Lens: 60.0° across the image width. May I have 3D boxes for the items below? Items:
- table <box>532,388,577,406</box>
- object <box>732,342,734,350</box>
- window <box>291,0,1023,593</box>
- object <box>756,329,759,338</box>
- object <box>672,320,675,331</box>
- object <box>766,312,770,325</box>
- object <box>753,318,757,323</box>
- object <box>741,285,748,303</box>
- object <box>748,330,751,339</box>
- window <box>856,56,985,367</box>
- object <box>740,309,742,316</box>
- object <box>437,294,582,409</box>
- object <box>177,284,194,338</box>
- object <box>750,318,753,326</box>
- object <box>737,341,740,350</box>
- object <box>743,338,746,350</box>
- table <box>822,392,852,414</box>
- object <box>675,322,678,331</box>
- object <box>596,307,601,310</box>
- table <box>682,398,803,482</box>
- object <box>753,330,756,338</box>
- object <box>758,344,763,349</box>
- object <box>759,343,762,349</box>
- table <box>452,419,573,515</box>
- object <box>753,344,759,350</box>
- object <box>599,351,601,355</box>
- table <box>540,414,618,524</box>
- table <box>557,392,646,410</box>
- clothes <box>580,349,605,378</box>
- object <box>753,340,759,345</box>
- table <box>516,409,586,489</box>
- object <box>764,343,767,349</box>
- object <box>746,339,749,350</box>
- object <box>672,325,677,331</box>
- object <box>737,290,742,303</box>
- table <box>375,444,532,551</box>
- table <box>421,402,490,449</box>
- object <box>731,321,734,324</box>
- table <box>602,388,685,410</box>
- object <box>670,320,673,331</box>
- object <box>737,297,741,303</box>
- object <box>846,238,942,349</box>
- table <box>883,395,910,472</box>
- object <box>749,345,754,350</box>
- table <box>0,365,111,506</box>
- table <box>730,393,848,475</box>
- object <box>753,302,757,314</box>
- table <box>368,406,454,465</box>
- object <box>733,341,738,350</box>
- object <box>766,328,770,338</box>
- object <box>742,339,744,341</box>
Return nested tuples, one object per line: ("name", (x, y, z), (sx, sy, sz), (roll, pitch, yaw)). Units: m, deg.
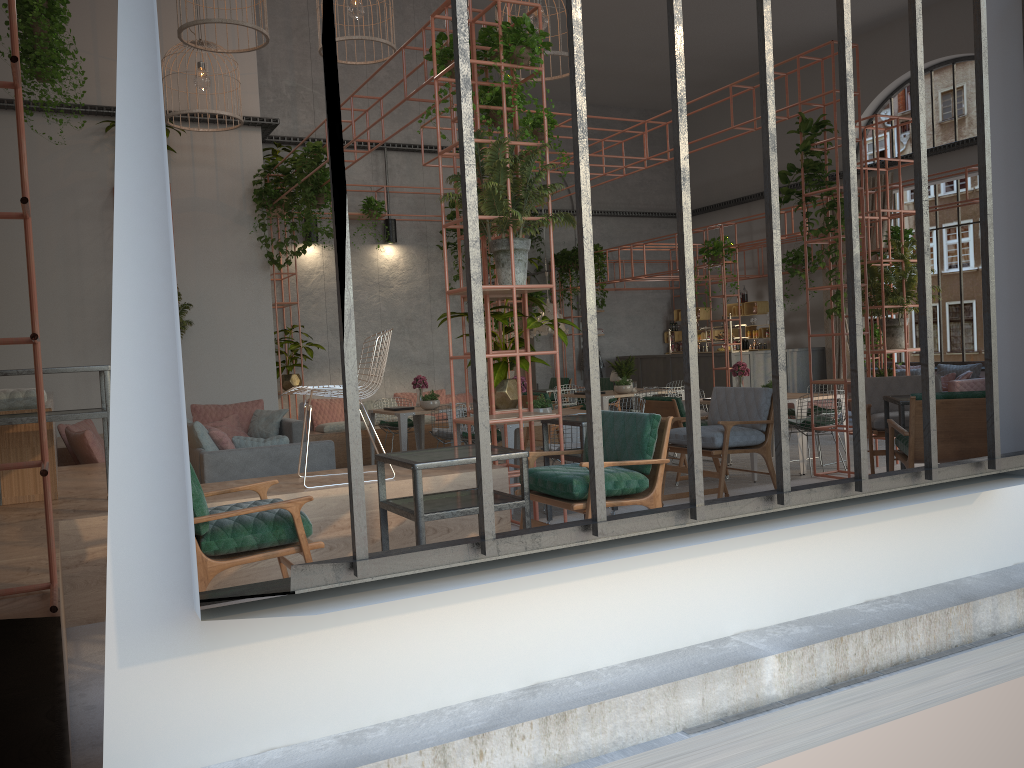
("table", (0.745, 0.491, 15.566), (0.635, 0.798, 0.602), (-4, 2, -27))
("object", (4.982, -0.870, 20.033), (0.073, 0.219, 0.105), (-4, 2, -21))
("window", (0.773, -2.228, 3.442), (4.126, 5.544, 0.089), (-4, 2, -27))
("object", (5.338, -1.090, 19.286), (0.069, 0.191, 0.069), (-3, 2, -10))
("object", (4.011, -1.454, 22.025), (0.066, 0.291, 0.066), (-4, 2, -21))
("object", (5.538, -1.420, 19.193), (0.075, 0.273, 0.075), (-5, 3, -38))
("object", (5.310, -1.358, 19.372), (0.083, 0.159, 0.083), (-2, 2, 18))
("object", (5.189, -2.004, 19.785), (0.134, 0.386, 0.134), (-5, 3, -38))
("object", (5.222, -1.092, 19.512), (0.069, 0.191, 0.069), (-4, 2, -15))
("window", (7.991, -3.092, 16.264), (0.089, 5.538, 4.127), (-4, 2, -27))
("object", (5.121, -1.595, 19.747), (0.123, 0.142, 0.141), (-4, 2, -27))
("object", (-0.014, -0.284, 6.420), (0.934, 0.923, 0.903), (-2, 2, 29))
("object", (-4.380, -0.734, 10.968), (0.894, 1.097, 0.900), (-3, 2, 2))
("object", (5.269, -1.359, 19.453), (0.083, 0.159, 0.083), (-2, 2, 18))
("object", (5.077, -0.883, 19.847), (0.082, 0.246, 0.082), (-3, 2, 5))
("object", (5.196, -0.906, 19.822), (0.065, 0.280, 0.065), (-2, 2, 16))
("table", (5.794, 0.396, 15.502), (0.520, 0.455, 0.916), (-4, 2, -27))
("object", (4.085, -1.459, 22.060), (0.066, 0.291, 0.066), (-3, 2, 13))
("object", (2.029, -1.807, 21.261), (0.263, 0.101, 0.013), (-4, 2, -27))
("table", (2.537, 0.587, 9.910), (0.694, 0.830, 1.205), (-4, 2, -27))
("object", (5.297, -1.090, 19.366), (0.069, 0.191, 0.069), (-3, 2, 8))
("object", (5.441, -0.816, 19.436), (0.115, 0.107, 0.115), (-4, 2, -21))
("object", (5.418, -0.823, 19.335), (0.073, 0.131, 0.073), (-4, 3, -34))
("table", (-0.008, 0.756, 8.658), (0.694, 0.830, 1.205), (-4, 2, -27))
("object", (5.330, -0.808, 19.379), (0.115, 0.107, 0.115), (-2, 2, 29))
("object", (2.121, -0.758, 21.378), (0.033, 0.146, 0.070), (-2, 3, 34))
("table", (0.637, 0.636, 6.415), (0.635, 0.798, 0.602), (-4, 2, -27))
("table", (1.248, 0.550, 12.377), (0.694, 0.830, 1.205), (-4, 2, -27))
("clothes", (1.938, -0.422, 21.208), (0.366, 0.997, 0.625), (-1, 3, 43))
("object", (5.354, -0.917, 19.461), (0.115, 0.107, 0.115), (-2, 2, 29))
("table", (0.607, 0.711, 8.978), (0.694, 0.830, 1.214), (-4, 2, -27))
("object", (5.543, -0.832, 19.405), (0.073, 0.131, 0.073), (-4, 3, -34))
("object", (5.267, -0.914, 19.862), (0.074, 0.287, 0.072), (-3, 2, 5))
("object", (4.009, -1.378, 21.904), (0.115, 0.147, 0.115), (-2, 2, 18))
("object", (5.136, -1.966, 19.973), (0.134, 0.301, 0.134), (-5, 3, -38))
("table", (-0.300, 0.753, 4.608), (0.635, 0.798, 0.602), (-4, 2, -27))
("table", (-0.642, 0.686, 11.411), (0.694, 0.830, 1.214), (-4, 2, -27))
("object", (5.003, -1.369, 20.257), (0.115, 0.147, 0.115), (-4, 2, -18))
("table", (1.864, 0.506, 12.698), (0.694, 0.830, 1.214), (-4, 2, -27))
("object", (3.943, -1.449, 21.990), (0.066, 0.291, 0.066), (-2, 3, 33))
("object", (5.056, -1.864, 19.752), (0.088, 0.123, 0.088), (-2, 2, 29))
("object", (3.848, -0.904, 8.965), (0.894, 1.100, 0.900), (-3, 2, 2))
("table", (3.164, 0.494, 6.641), (0.602, 0.798, 0.635), (-3, 2, 13))
("object", (5.271, -0.809, 19.494), (0.115, 0.107, 0.115), (-4, 2, -30))
("table", (-2.523, 0.312, 4.864), (0.635, 0.798, 0.602), (-4, 2, -27))
("table", (3.153, 0.542, 10.231), (0.694, 0.830, 1.214), (-4, 2, -27))
("object", (5.346, -1.654, 19.435), (0.137, 0.261, 0.137), (-3, 2, 9))
("table", (-1.258, 0.731, 11.090), (0.694, 0.830, 1.205), (-4, 2, -27))
("object", (5.035, -0.884, 19.939), (0.072, 0.248, 0.094), (-4, 2, -27))
("object", (5.517, -1.098, 19.031), (0.131, 0.207, 0.131), (-2, 2, 18))
("object", (5.225, -0.898, 20.038), (0.072, 0.248, 0.094), (-4, 2, -27))
